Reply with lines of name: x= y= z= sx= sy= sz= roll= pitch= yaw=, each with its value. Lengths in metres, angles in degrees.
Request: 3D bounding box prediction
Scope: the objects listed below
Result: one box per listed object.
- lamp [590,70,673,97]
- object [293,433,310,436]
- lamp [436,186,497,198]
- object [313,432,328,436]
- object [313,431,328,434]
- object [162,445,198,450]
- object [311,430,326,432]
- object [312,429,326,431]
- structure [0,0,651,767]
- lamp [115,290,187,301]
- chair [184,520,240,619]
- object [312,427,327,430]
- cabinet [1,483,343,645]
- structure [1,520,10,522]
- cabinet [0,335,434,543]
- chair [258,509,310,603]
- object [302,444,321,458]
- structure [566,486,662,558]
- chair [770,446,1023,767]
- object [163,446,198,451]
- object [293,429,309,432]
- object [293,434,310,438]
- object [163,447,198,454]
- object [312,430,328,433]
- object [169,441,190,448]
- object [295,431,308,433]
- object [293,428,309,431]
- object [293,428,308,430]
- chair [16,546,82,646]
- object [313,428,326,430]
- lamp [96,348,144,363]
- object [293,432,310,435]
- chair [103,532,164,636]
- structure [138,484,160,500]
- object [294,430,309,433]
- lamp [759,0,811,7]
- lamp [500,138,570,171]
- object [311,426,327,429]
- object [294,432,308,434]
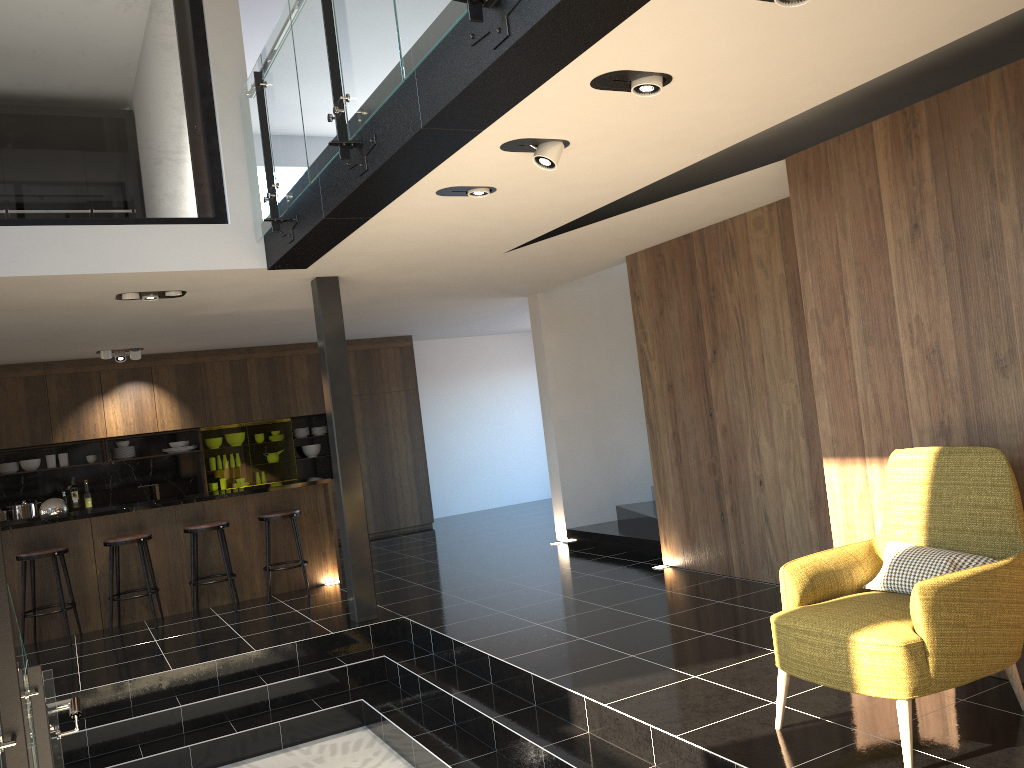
lamp: x=0.455 y=-1.212 z=3.417 sx=0.346 sy=0.177 sz=0.195 roll=-6 pitch=-1 yaw=-27
object: x=-2.898 y=0.709 z=12.216 sx=0.220 sy=0.033 sz=0.220 roll=-6 pitch=-2 yaw=-18
lamp: x=-0.253 y=-1.097 z=4.793 sx=0.346 sy=0.158 sz=0.195 roll=-6 pitch=-2 yaw=-27
object: x=-2.672 y=0.698 z=12.333 sx=0.220 sy=0.033 sz=0.220 roll=-5 pitch=-2 yaw=-44
object: x=-2.674 y=0.685 z=12.334 sx=0.220 sy=0.033 sz=0.220 roll=-5 pitch=-2 yaw=-44
object: x=-4.301 y=0.840 z=11.497 sx=0.438 sy=0.039 sz=0.438 roll=-7 pitch=-2 yaw=9
object: x=-2.676 y=0.663 z=12.334 sx=0.220 sy=0.033 sz=0.220 roll=-5 pitch=-2 yaw=-44
object: x=-2.678 y=0.650 z=12.334 sx=0.220 sy=0.033 sz=0.220 roll=-5 pitch=-2 yaw=-44
structure: x=-0.941 y=0.197 z=2.477 sx=3.445 sy=4.867 sz=7.286 roll=-6 pitch=-1 yaw=-28
lamp: x=-2.775 y=-0.736 z=6.804 sx=0.501 sy=0.194 sz=0.349 roll=-6 pitch=-2 yaw=-27
chair: x=-2.720 y=1.663 z=8.025 sx=0.412 sy=0.799 sz=0.413 roll=-7 pitch=-1 yaw=-18
object: x=-2.680 y=0.630 z=12.334 sx=0.220 sy=0.033 sz=0.220 roll=-5 pitch=-2 yaw=-44
cabinet: x=-3.443 y=1.652 z=8.156 sx=3.561 sy=0.994 sz=0.699 roll=-6 pitch=-1 yaw=-27
structure: x=-5.901 y=1.619 z=10.366 sx=0.876 sy=0.046 sz=0.534 roll=-6 pitch=-2 yaw=-27
cabinet: x=-4.477 y=1.007 z=11.206 sx=6.888 sy=2.689 sz=0.870 roll=-6 pitch=-1 yaw=-27
chair: x=-2.138 y=1.601 z=8.329 sx=0.412 sy=0.799 sz=0.413 roll=-7 pitch=-1 yaw=-18
object: x=-2.768 y=0.930 z=12.277 sx=0.264 sy=0.170 sz=0.264 roll=-8 pitch=-2 yaw=37
structure: x=2.801 y=-0.146 z=6.997 sx=1.963 sy=3.017 sz=6.668 roll=-6 pitch=-2 yaw=-27
chair: x=1.634 y=0.863 z=3.752 sx=1.030 sy=1.097 sz=0.808 roll=-6 pitch=-1 yaw=-29
object: x=-4.300 y=0.855 z=11.497 sx=0.438 sy=0.039 sz=0.438 roll=-7 pitch=-2 yaw=9
object: x=-2.904 y=0.654 z=12.217 sx=0.220 sy=0.033 sz=0.220 roll=-6 pitch=-2 yaw=-18
object: x=-2.896 y=0.722 z=12.216 sx=0.220 sy=0.033 sz=0.220 roll=-6 pitch=-2 yaw=-18
object: x=-4.298 y=0.867 z=11.497 sx=0.438 sy=0.039 sz=0.438 roll=-7 pitch=-2 yaw=9
object: x=-2.675 y=0.673 z=12.334 sx=0.220 sy=0.033 sz=0.220 roll=-5 pitch=-2 yaw=-44
object: x=-4.310 y=0.793 z=11.498 sx=0.254 sy=0.088 sz=0.254 roll=-7 pitch=-2 yaw=-2
object: x=-2.902 y=0.674 z=12.217 sx=0.220 sy=0.033 sz=0.220 roll=-6 pitch=-2 yaw=-18
object: x=-2.906 y=0.641 z=12.217 sx=0.220 sy=0.033 sz=0.220 roll=-6 pitch=-2 yaw=-18
object: x=-2.907 y=0.629 z=12.218 sx=0.220 sy=0.033 sz=0.220 roll=-6 pitch=-2 yaw=-18
chair: x=-3.885 y=1.786 z=7.417 sx=0.412 sy=0.799 sz=0.413 roll=-7 pitch=-1 yaw=-18
object: x=-2.679 y=0.640 z=12.334 sx=0.220 sy=0.033 sz=0.220 roll=-5 pitch=-2 yaw=-44
lamp: x=-4.481 y=-0.392 z=10.133 sx=0.501 sy=0.280 sz=0.349 roll=-6 pitch=-2 yaw=-28
object: x=-2.899 y=0.697 z=12.217 sx=0.220 sy=0.033 sz=0.220 roll=-6 pitch=-2 yaw=-18
chair: x=-3.303 y=1.724 z=7.721 sx=0.412 sy=0.799 sz=0.413 roll=-7 pitch=-1 yaw=-18
structure: x=-4.498 y=1.375 z=11.015 sx=0.242 sy=0.231 sz=0.174 roll=-6 pitch=-1 yaw=-28
object: x=-2.903 y=0.664 z=12.217 sx=0.220 sy=0.033 sz=0.220 roll=-6 pitch=-2 yaw=-18
lamp: x=0.809 y=-1.274 z=2.728 sx=0.346 sy=0.177 sz=0.195 roll=-6 pitch=-1 yaw=-27
lamp: x=0.106 y=-1.115 z=4.104 sx=0.346 sy=0.247 sz=0.195 roll=-6 pitch=-1 yaw=-27
object: x=-2.682 y=0.617 z=12.335 sx=0.220 sy=0.033 sz=0.220 roll=-5 pitch=-2 yaw=-44
object: x=-2.901 y=0.687 z=12.217 sx=0.220 sy=0.033 sz=0.220 roll=-6 pitch=-2 yaw=-18
